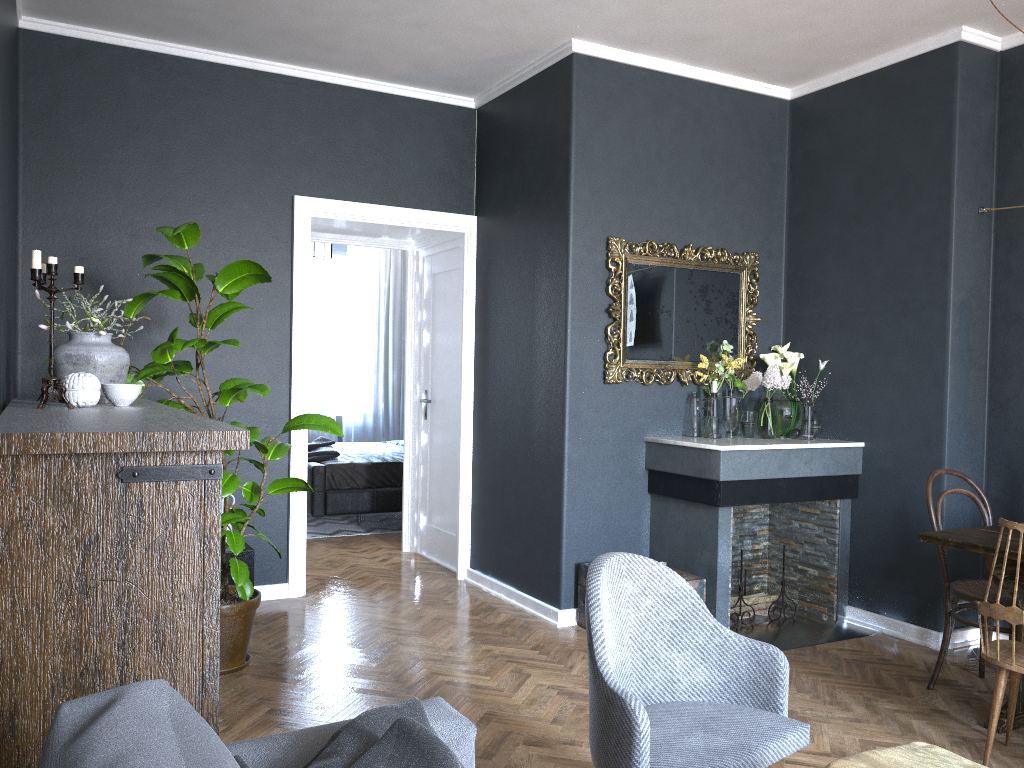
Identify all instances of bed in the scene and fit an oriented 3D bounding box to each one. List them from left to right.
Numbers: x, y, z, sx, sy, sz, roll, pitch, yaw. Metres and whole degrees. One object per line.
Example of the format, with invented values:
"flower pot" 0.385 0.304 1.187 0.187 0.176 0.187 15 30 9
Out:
"bed" -1.073 0.609 8.280 2.375 1.162 2.264 1 1 -28

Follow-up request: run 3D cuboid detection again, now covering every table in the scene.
"table" 2.276 1.142 4.122 0.364 0.318 0.369 1 1 -28
"table" 0.901 1.023 1.461 0.339 0.550 0.787 1 1 -28
"table" 2.405 0.950 2.936 1.126 0.728 1.604 1 1 -28

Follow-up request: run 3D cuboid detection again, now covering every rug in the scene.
"rug" -1.522 1.183 8.024 1.458 0.013 2.044 1 1 -28

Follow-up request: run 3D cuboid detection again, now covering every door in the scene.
"door" -0.446 0.129 6.026 0.162 2.187 0.856 0 2 -28

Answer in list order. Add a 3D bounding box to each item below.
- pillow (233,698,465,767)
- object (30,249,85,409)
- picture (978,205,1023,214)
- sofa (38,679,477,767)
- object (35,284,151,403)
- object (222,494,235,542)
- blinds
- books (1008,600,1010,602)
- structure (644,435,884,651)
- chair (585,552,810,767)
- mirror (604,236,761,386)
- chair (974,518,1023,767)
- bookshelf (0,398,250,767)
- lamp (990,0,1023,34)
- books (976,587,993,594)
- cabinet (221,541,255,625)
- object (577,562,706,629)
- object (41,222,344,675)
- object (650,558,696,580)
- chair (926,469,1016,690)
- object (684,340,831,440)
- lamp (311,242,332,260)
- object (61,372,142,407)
"pillow" -0.211 0.696 1.324 0.442 0.362 0.797 1 1 -10
"object" -1.292 -0.150 2.469 0.145 0.438 0.130 1 1 8
"picture" 3.349 -0.448 2.417 0.058 0.771 4.455 0 1 -28
"sofa" 0.032 0.885 0.754 0.970 0.798 2.339 1 1 -29
"object" -1.410 -0.143 2.962 0.275 0.412 0.385 2 1 40
"object" -1.584 0.691 4.586 0.228 0.268 0.228 1 1 6
"blinds" -2.747 -0.257 9.474 3.993 2.790 0.312 1 1 -28
"books" 2.274 0.977 4.134 0.219 0.013 0.272 1 1 18
"structure" 1.329 0.793 4.712 1.065 0.981 0.833 1 1 -28
"chair" 0.416 0.871 2.252 0.494 0.811 0.645 2 1 40
"mirror" 0.960 -0.380 4.889 1.057 0.784 0.067 1 1 -28
"chair" 1.786 0.877 2.958 0.384 0.857 0.456 0 2 -43
"bookshelf" -1.182 0.658 2.511 0.451 1.172 1.918 0 1 -28
"lamp" 1.838 -0.913 2.773 1.590 1.575 0.583 1 1 3
"books" 2.258 0.958 4.127 0.207 0.025 0.262 1 1 15
"cabinet" -1.690 1.018 4.504 0.650 0.390 0.456 1 1 -28
"object" 0.638 1.097 4.445 0.383 0.326 0.552 1 1 -28
"object" -1.390 0.283 3.819 1.118 1.899 0.763 0 2 -34
"object" 0.644 1.021 4.446 0.370 0.247 0.533 1 1 -28
"chair" 2.010 0.837 3.675 0.438 0.921 0.549 1 1 -26
"object" 1.369 0.028 4.887 0.727 0.547 0.474 1 1 -25
"lamp" -1.599 -1.430 7.382 0.210 0.770 0.210 1 1 -14
"object" -1.238 0.017 2.679 0.118 0.104 0.255 2 1 27
